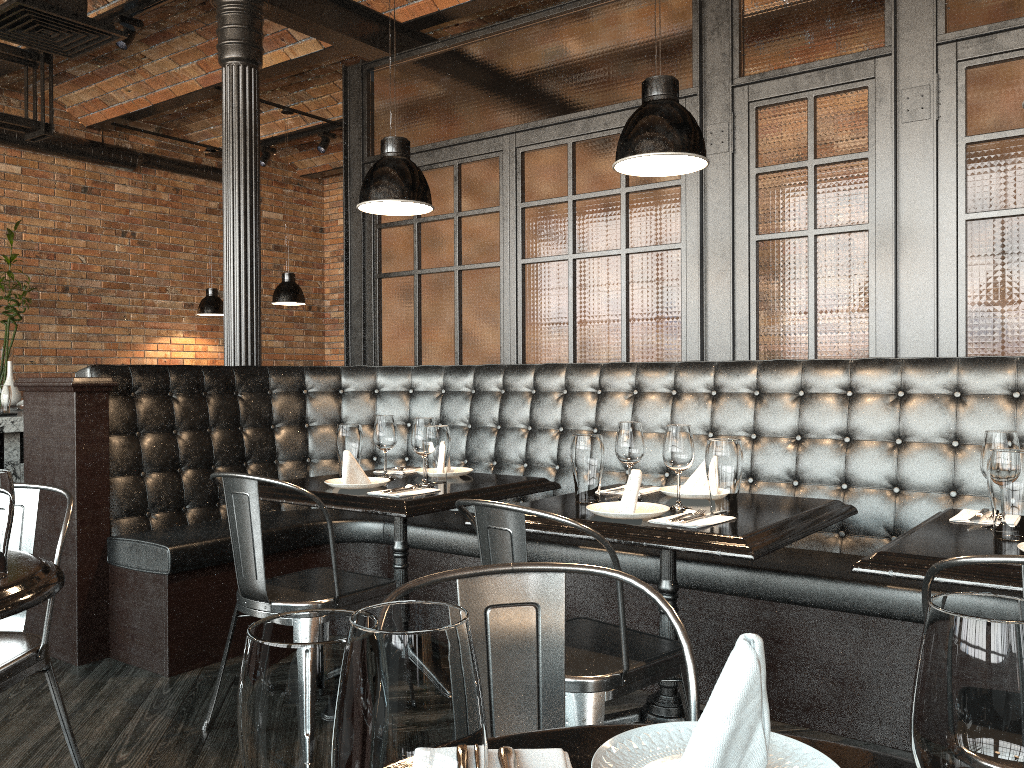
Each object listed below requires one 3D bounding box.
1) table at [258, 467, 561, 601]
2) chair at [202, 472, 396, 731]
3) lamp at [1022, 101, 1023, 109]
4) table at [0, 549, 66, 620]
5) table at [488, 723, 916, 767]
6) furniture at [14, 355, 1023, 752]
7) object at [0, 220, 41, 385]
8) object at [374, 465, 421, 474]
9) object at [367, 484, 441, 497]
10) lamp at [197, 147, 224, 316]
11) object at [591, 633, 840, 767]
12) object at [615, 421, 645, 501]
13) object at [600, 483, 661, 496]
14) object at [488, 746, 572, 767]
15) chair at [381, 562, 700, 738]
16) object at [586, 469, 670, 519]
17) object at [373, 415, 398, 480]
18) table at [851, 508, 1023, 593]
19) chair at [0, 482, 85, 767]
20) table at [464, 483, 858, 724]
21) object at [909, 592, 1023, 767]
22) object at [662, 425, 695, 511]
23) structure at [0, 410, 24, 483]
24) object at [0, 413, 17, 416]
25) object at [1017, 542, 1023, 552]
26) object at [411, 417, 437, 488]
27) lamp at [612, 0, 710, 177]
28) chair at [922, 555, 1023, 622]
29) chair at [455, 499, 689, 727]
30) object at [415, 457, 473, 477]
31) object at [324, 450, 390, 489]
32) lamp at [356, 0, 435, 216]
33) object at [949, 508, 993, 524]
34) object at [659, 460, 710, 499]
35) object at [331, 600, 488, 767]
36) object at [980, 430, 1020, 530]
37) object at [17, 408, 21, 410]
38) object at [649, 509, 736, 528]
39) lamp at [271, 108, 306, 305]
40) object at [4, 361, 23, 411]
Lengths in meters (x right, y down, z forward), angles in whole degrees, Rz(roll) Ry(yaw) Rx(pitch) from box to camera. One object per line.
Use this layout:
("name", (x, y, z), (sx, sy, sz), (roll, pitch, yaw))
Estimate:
("table", (-0.417, 0.742, 3.328), (0.872, 0.758, 0.872), (0, 1, 36))
("chair", (-0.674, 0.696, 2.927), (0.504, 0.857, 0.558), (0, 1, 36))
("lamp", (1.334, -1.485, 2.029), (0.291, 1.653, 0.291), (0, 0, -9))
("table", (-1.334, 0.759, 1.691), (0.866, 0.758, 0.866), (0, 0, 0))
("table", (0.145, 0.759, 0.604), (0.866, 0.758, 0.866), (0, 0, 0))
("furniture", (0.664, 0.512, 2.958), (5.451, 1.212, 1.979), (0, 1, 36))
("object", (-4.200, -0.562, 7.314), (0.584, 1.546, 0.673), (0, 0, -15))
("object", (-0.461, 0.352, 3.651), (0.157, 0.019, 0.255), (0, 0, 32))
("object", (-0.351, 0.357, 3.005), (0.157, 0.019, 0.255), (0, 1, 37))
("lamp", (-2.979, -1.510, 8.791), (0.291, 1.653, 0.291), (0, 0, 11))
("object", (0.190, 0.315, 0.823), (0.232, 0.139, 0.232), (0, 0, -9))
("object", (0.369, 0.241, 2.775), (0.092, 0.244, 0.092), (-1, 1, -37))
("object", (0.399, 0.353, 2.981), (0.157, 0.019, 0.255), (0, 1, 37))
("object", (-0.014, 0.371, 0.781), (0.157, 0.019, 0.255), (0, 0, -3))
("chair", (0.065, 0.706, 1.106), (0.504, 0.857, 0.558), (0, 0, -14))
("object", (0.324, 0.302, 2.481), (0.232, 0.139, 0.232), (0, 0, 21))
("object", (-0.481, 0.241, 3.370), (0.092, 0.244, 0.092), (-1, 1, -37))
("table", (1.350, 0.742, 2.029), (0.872, 0.758, 0.872), (0, 1, 36))
("chair", (-1.405, 0.706, 2.211), (0.504, 0.857, 0.558), (0, 0, 1))
("table", (0.472, 0.742, 2.674), (0.872, 0.758, 0.872), (0, 1, 36))
("object", (0.294, 0.257, 0.543), (0.092, 0.244, 0.092), (0, 0, 33))
("object", (0.483, 0.242, 2.573), (0.092, 0.244, 0.092), (0, 0, -3))
("structure", (-5.084, 0.419, 5.056), (1.930, 1.430, 5.346), (0, 1, 36))
("object", (-3.647, 0.210, 6.115), (0.437, 0.019, 0.273), (0, 1, 36))
("object", (1.182, 0.302, 1.840), (0.232, 0.139, 0.232), (0, 0, -21))
("object", (-0.311, 0.242, 3.145), (0.092, 0.244, 0.092), (0, 0, 20))
("lamp", (0.446, -1.485, 2.682), (0.291, 1.653, 0.291), (0, 0, -9))
("chair", (1.015, 0.697, 1.626), (0.504, 0.857, 0.558), (0, 0, 26))
("chair", (0.162, 0.697, 2.239), (0.558, 0.857, 0.504), (-1, 1, -44))
("object", (-0.270, 0.298, 3.524), (0.232, 0.139, 0.232), (0, 0, -6))
("object", (-0.552, 0.302, 3.166), (0.232, 0.139, 0.232), (0, 0, -5))
("lamp", (-0.442, -1.485, 3.335), (0.291, 1.653, 0.291), (0, 0, -9))
("object", (1.264, 0.353, 2.362), (0.157, 0.019, 0.255), (0, 1, 37))
("object", (0.592, 0.297, 2.864), (0.232, 0.139, 0.232), (0, 0, 8))
("object", (-0.060, 0.259, 0.529), (0.092, 0.244, 0.092), (0, 0, 0))
("object", (1.224, 0.240, 2.220), (0.092, 0.244, 0.092), (0, 0, 8))
("object", (-4.225, 0.206, 7.326), (0.622, 0.014, 0.622), (0, 0, 9))
("object", (0.496, 0.356, 2.385), (0.157, 0.019, 0.255), (0, 1, 42))
("lamp", (-1.907, -1.507, 7.552), (0.291, 1.653, 0.291), (0, 0, -9))
("object", (-3.914, 0.017, 7.087), (0.316, 0.397, 0.319), (0, 0, -5))
